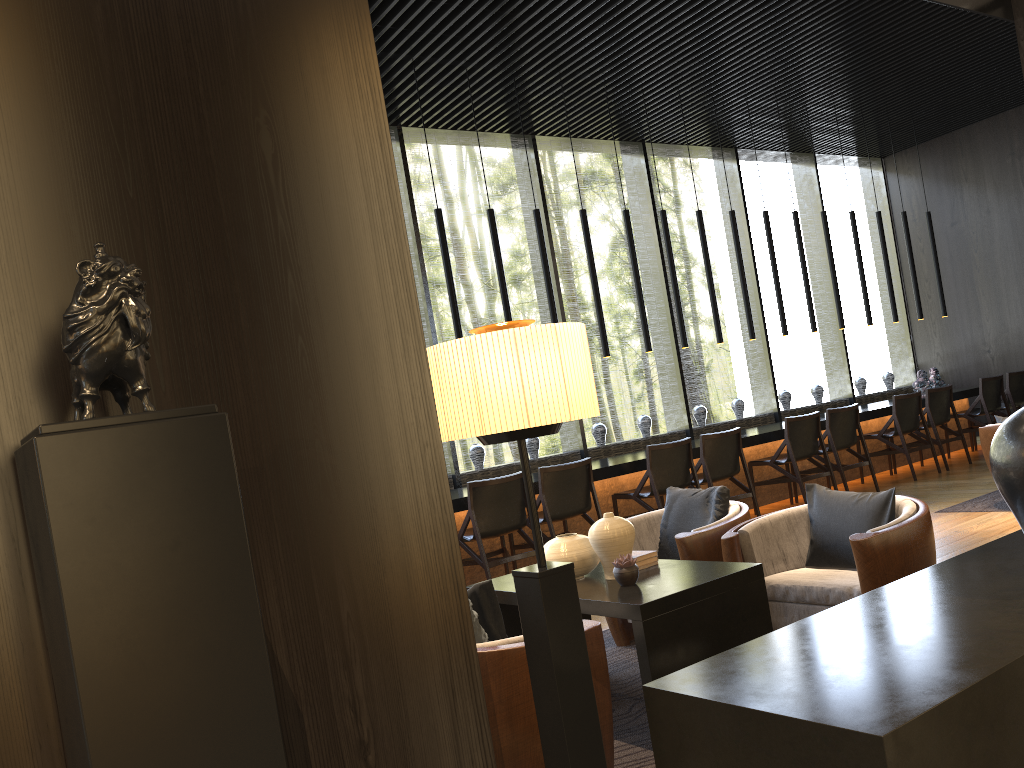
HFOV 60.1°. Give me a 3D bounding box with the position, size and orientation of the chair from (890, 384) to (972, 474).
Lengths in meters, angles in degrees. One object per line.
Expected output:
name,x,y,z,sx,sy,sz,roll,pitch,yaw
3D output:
chair,4.234,0.459,9.025,0.523,0.827,0.566,-9,-1,-35

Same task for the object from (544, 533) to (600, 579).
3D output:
object,0.219,0.654,3.348,0.244,0.168,0.246,-8,-2,-32

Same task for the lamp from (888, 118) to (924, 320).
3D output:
lamp,4.538,-1.939,10.245,0.059,2.421,0.060,-10,1,-40

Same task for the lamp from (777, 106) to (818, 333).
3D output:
lamp,2.920,-1.725,9.114,0.059,2.421,0.060,-10,1,-40

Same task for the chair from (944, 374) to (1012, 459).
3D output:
chair,5.077,0.348,9.615,0.523,0.827,0.566,-9,-1,-35

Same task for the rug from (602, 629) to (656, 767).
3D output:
rug,0.390,1.230,3.341,2.231,0.008,1.968,-8,-3,-35

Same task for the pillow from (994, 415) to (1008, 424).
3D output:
pillow,3.486,0.327,5.972,0.204,0.338,0.443,-9,-2,-28

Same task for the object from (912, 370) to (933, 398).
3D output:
object,4.524,-0.003,9.765,0.208,0.310,0.161,-10,0,35

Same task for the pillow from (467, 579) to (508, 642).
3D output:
pillow,-0.171,0.761,2.671,0.218,0.361,0.474,-9,-1,-38

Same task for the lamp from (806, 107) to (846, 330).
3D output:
lamp,3.309,-1.777,9.386,0.059,2.421,0.060,-10,1,-40

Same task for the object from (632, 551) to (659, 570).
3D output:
object,0.450,0.672,3.367,0.137,0.051,0.175,-8,-3,-39

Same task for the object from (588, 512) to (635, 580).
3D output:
object,0.369,0.584,3.217,0.171,0.236,0.171,-10,-1,0

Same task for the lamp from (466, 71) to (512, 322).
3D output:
lamp,-0.163,-1.317,6.958,0.059,2.421,0.060,-10,1,-40

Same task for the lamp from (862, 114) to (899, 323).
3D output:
lamp,4.126,-1.885,9.957,0.059,2.421,0.060,-10,1,-40

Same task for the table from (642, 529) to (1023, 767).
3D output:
table,1.267,0.763,2.231,1.951,0.513,0.623,-8,-2,-35

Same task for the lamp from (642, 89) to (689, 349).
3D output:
lamp,1.375,-1.521,8.034,0.059,2.421,0.060,-10,1,-40

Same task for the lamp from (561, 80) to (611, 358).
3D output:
lamp,0.606,-1.419,7.497,0.059,2.421,0.060,-10,1,-40

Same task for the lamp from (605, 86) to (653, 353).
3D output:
lamp,1.007,-1.472,7.777,0.060,2.421,0.060,-10,1,-30

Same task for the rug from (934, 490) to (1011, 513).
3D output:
rug,4.563,0.678,6.259,2.231,0.008,2.051,-8,-3,-35

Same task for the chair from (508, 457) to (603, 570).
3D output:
chair,0.326,0.976,6.293,0.523,0.827,0.566,-9,-1,-35

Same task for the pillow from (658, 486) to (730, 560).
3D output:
pillow,0.884,0.672,4.251,0.221,0.362,0.401,-9,-1,-34

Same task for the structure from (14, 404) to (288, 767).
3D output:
structure,-0.458,0.654,1.254,0.239,1.218,0.241,-10,0,-35

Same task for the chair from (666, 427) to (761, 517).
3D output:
chair,1.614,0.806,7.194,0.523,0.827,0.566,-9,-1,-35

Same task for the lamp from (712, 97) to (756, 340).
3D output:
lamp,2.134,-1.621,8.565,0.059,2.421,0.060,-10,1,-40

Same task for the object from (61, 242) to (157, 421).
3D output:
object,-0.570,-0.065,1.230,0.115,0.246,0.177,-9,-1,-35

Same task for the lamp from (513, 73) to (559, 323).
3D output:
lamp,0.205,-1.366,7.216,0.060,2.421,0.060,-10,1,-30

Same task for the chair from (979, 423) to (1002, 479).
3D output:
chair,3.621,0.523,6.039,0.603,0.604,0.808,-9,-2,-35

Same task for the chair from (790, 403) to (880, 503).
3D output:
chair,2.924,0.632,8.109,0.523,0.827,0.566,-9,-1,-35

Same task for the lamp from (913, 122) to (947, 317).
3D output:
lamp,4.958,-1.995,10.539,0.059,2.421,0.060,-10,1,-40

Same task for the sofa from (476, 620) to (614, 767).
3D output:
sofa,-0.318,0.976,2.833,0.600,0.693,1.456,-9,-2,-35

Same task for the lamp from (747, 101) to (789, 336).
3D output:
lamp,2.538,-1.675,8.847,0.059,2.421,0.060,-10,1,-40

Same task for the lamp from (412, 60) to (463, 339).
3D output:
lamp,-0.551,-1.266,6.687,0.060,2.421,0.060,-10,1,-30

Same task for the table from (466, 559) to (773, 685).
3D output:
table,0.373,0.969,3.295,0.573,0.517,1.047,-9,-2,-35

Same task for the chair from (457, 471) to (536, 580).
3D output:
chair,-0.141,1.038,5.967,0.523,0.827,0.566,-9,-1,-35

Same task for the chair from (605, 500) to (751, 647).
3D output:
chair,0.824,0.899,4.187,0.603,0.604,0.808,-9,-2,-35

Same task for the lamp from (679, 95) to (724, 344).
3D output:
lamp,1.759,-1.572,8.302,0.059,2.421,0.060,-10,1,-40

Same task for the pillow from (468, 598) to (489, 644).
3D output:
pillow,-0.244,0.744,2.500,0.435,0.399,0.200,-10,-1,34

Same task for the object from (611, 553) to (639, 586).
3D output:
object,0.391,0.635,3.043,0.092,0.112,0.091,-10,-1,17

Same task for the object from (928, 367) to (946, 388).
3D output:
object,4.729,-0.031,9.903,0.163,0.313,0.209,-9,-1,-10

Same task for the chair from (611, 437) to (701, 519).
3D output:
chair,1.148,0.867,6.867,0.523,0.827,0.566,-9,-1,-35

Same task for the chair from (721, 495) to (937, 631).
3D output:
chair,1.303,0.783,3.482,0.603,0.604,0.808,-9,-2,-35

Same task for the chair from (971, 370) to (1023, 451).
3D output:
chair,5.544,0.286,9.941,0.523,0.827,0.566,-9,-1,-35

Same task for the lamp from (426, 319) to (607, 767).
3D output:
lamp,0.087,0.535,2.009,0.376,1.348,0.374,-9,0,16

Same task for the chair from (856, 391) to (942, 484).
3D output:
chair,3.768,0.521,8.699,0.523,0.827,0.566,-9,-1,-35

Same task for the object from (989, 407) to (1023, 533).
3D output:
object,1.334,0.237,2.128,0.310,0.493,0.312,-9,0,-16

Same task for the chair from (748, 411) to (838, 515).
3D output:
chair,2.458,0.694,7.783,0.523,0.827,0.566,-9,-1,-35

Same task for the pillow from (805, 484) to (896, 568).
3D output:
pillow,1.368,0.560,3.545,0.204,0.338,0.443,-9,-2,-28

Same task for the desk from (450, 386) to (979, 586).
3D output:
desk,-6.044,1.873,2.288,28.599,0.760,1.789,-8,-3,-35

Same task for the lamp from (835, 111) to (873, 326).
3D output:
lamp,3.721,-1.831,9.674,0.059,2.421,0.060,-10,1,-40
